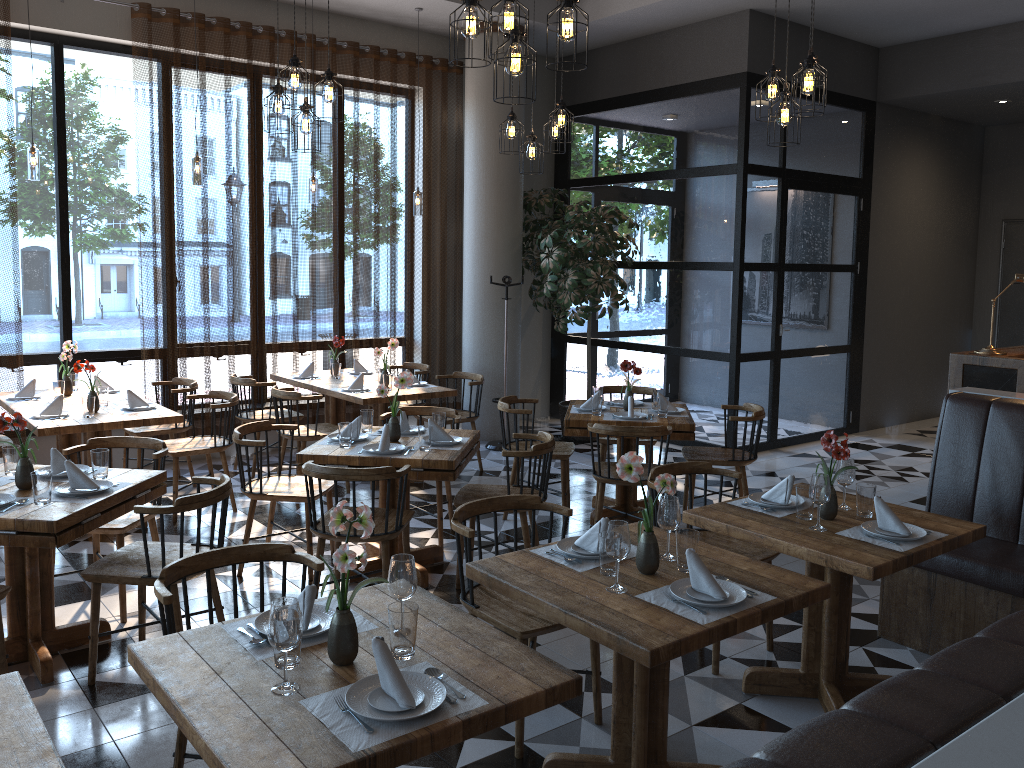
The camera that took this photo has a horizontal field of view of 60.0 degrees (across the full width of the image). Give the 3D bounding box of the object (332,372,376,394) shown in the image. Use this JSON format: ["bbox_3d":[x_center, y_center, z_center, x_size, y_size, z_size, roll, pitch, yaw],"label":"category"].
[{"bbox_3d":[-1.228,-0.018,6.960,0.272,0.136,0.353,-5,9,-38],"label":"object"}]

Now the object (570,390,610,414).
[{"bbox_3d":[0.552,0.112,6.211,0.272,0.136,0.353,2,8,7],"label":"object"}]

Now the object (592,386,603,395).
[{"bbox_3d":[0.619,0.086,6.423,0.080,0.131,0.080,4,7,27],"label":"object"}]

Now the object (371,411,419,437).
[{"bbox_3d":[-0.634,0.220,5.286,0.352,0.136,0.273,2,7,7],"label":"object"}]

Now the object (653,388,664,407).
[{"bbox_3d":[1.051,0.100,6.374,0.080,0.131,0.080,-1,6,-13],"label":"object"}]

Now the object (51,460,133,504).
[{"bbox_3d":[-1.861,0.399,3.841,0.272,0.136,0.353,2,8,7],"label":"object"}]

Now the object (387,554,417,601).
[{"bbox_3d":[-0.299,0.578,2.420,0.081,0.214,0.081,2,6,15],"label":"object"}]

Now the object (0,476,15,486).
[{"bbox_3d":[-2.391,0.383,3.898,0.272,0.136,0.353,2,8,7],"label":"object"}]

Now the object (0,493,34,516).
[{"bbox_3d":[-2.155,0.426,3.603,0.352,0.136,0.273,2,7,7],"label":"object"}]

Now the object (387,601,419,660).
[{"bbox_3d":[-0.281,0.638,2.287,0.080,0.131,0.080,-4,8,-38],"label":"object"}]

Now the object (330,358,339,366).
[{"bbox_3d":[-1.614,-0.170,8.047,0.080,0.131,0.080,-2,7,-23],"label":"object"}]

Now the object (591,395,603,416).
[{"bbox_3d":[0.574,0.146,5.985,0.080,0.131,0.080,-2,7,-23],"label":"object"}]

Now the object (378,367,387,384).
[{"bbox_3d":[-1.078,-0.069,7.368,0.080,0.131,0.080,5,8,37],"label":"object"}]

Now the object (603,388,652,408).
[{"bbox_3d":[0.845,0.084,6.448,0.352,0.136,0.273,2,7,7],"label":"object"}]

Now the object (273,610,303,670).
[{"bbox_3d":[-0.564,0.642,2.224,0.080,0.131,0.080,-3,7,-33],"label":"object"}]

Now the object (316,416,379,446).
[{"bbox_3d":[-0.927,0.248,5.048,0.272,0.136,0.353,2,8,7],"label":"object"}]

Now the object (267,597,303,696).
[{"bbox_3d":[-0.536,0.619,2.096,0.081,0.214,0.081,2,6,15],"label":"object"}]

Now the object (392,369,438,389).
[{"bbox_3d":[-0.813,-0.057,7.293,0.272,0.136,0.353,-5,9,-38],"label":"object"}]

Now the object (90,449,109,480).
[{"bbox_3d":[-1.892,0.369,4.069,0.080,0.131,0.080,-3,7,-33],"label":"object"}]

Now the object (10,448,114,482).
[{"bbox_3d":[-2.098,0.355,4.136,0.352,0.136,0.273,2,7,7],"label":"object"}]

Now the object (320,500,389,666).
[{"bbox_3d":[-0.406,0.507,2.248,0.146,0.398,0.207,-3,7,-36],"label":"object"}]

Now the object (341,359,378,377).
[{"bbox_3d":[-1.361,-0.161,7.988,0.272,0.136,0.353,-5,9,-38],"label":"object"}]

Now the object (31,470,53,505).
[{"bbox_3d":[-1.931,0.427,3.641,0.080,0.131,0.080,-3,7,-33],"label":"object"}]

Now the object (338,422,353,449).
[{"bbox_3d":[-0.908,0.281,4.826,0.080,0.131,0.080,-2,7,-23],"label":"object"}]

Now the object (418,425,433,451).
[{"bbox_3d":[-0.469,0.293,4.786,0.080,0.131,0.080,-2,7,-23],"label":"object"}]

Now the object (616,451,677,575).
[{"bbox_3d":[0.441,0.425,2.945,0.207,0.398,0.147,-3,7,-31],"label":"object"}]

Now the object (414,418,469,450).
[{"bbox_3d":[-0.398,0.264,4.991,0.272,0.136,0.353,2,8,7],"label":"object"}]

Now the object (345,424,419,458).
[{"bbox_3d":[-0.691,0.292,4.753,0.352,0.136,0.273,2,7,7],"label":"object"}]

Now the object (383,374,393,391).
[{"bbox_3d":[-0.974,-0.010,6.947,0.080,0.131,0.080,5,8,37],"label":"object"}]

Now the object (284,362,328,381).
[{"bbox_3d":[-1.777,-0.122,7.655,0.272,0.136,0.353,-5,9,-38],"label":"object"}]

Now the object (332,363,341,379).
[{"bbox_3d":[-1.510,-0.111,7.626,0.080,0.131,0.080,-2,7,-23],"label":"object"}]

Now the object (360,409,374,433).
[{"bbox_3d":[-0.862,0.222,5.263,0.080,0.131,0.080,-2,7,-23],"label":"object"}]

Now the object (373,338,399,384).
[{"bbox_3d":[-1.006,-0.168,7.112,0.146,0.398,0.207,6,8,44],"label":"object"}]

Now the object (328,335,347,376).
[{"bbox_3d":[-1.535,-0.251,7.827,0.156,0.354,0.171,4,7,28],"label":"object"}]

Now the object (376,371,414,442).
[{"bbox_3d":[-0.657,0.129,4.985,0.207,0.398,0.147,-2,6,-27],"label":"object"}]

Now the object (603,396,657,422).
[{"bbox_3d":[0.789,0.156,5.916,0.352,0.136,0.273,2,7,7],"label":"object"}]

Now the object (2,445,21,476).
[{"bbox_3d":[-2.324,0.356,4.118,0.080,0.131,0.080,-3,7,-33],"label":"object"}]

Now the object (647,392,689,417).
[{"bbox_3d":[1.082,0.128,6.154,0.272,0.136,0.353,2,8,7],"label":"object"}]

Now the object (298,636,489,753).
[{"bbox_3d":[-0.273,0.669,2.044,0.352,0.136,0.272,-5,9,-38],"label":"object"}]

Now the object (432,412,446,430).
[{"bbox_3d":[-0.430,0.235,5.214,0.080,0.131,0.080,-2,7,-23],"label":"object"}]

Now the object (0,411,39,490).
[{"bbox_3d":[-2.144,0.287,3.827,0.156,0.354,0.171,3,6,17],"label":"object"}]

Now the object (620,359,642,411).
[{"bbox_3d":[0.830,0.008,6.205,0.156,0.354,0.172,2,6,9],"label":"object"}]

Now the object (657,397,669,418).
[{"bbox_3d":[1.012,0.158,5.946,0.080,0.131,0.080,-1,6,-13],"label":"object"}]
